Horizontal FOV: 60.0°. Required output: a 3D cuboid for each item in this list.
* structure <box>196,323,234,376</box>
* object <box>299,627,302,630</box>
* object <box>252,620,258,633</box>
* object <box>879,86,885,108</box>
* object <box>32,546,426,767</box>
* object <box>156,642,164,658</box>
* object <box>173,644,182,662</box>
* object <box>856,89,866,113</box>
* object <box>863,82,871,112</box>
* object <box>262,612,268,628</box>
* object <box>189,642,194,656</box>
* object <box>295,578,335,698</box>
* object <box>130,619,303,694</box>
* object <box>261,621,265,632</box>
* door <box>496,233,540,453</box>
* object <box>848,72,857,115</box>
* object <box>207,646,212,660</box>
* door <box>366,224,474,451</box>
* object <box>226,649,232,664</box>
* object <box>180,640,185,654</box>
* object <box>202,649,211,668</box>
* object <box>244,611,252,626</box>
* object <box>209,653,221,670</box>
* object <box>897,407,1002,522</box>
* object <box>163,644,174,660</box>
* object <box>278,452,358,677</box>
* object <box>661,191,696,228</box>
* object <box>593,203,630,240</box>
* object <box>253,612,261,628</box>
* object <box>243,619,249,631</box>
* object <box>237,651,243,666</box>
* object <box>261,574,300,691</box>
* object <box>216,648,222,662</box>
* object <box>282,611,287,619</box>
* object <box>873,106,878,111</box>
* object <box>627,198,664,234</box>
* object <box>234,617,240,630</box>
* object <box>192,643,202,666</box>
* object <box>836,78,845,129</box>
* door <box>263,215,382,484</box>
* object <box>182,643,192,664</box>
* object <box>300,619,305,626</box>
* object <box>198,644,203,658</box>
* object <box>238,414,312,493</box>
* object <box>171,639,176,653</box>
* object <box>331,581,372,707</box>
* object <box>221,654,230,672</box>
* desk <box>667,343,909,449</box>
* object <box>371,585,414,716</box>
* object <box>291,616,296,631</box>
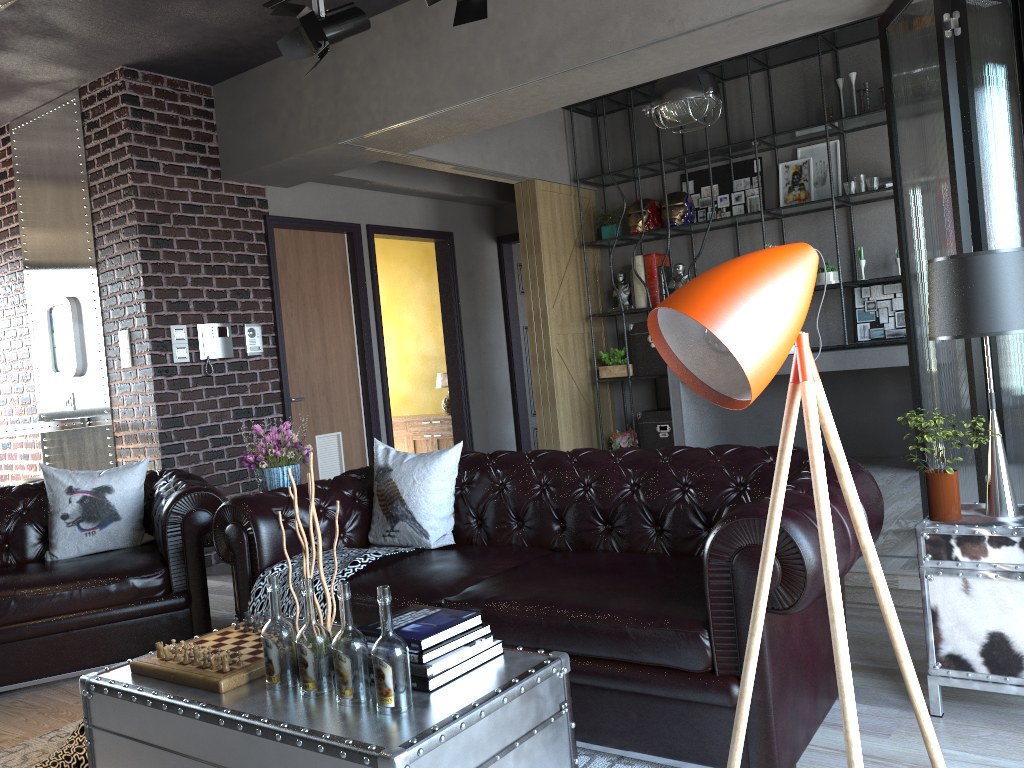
[{"bbox_3d":[-2.119,-0.249,6.381,0.068,0.370,0.279,-5,1,36],"label":"structure"},{"bbox_3d":[-0.609,0.722,2.567,0.017,0.037,0.017,-6,1,-34],"label":"object"},{"bbox_3d":[-0.781,0.735,2.694,0.017,0.037,0.017,-5,1,43],"label":"object"},{"bbox_3d":[2.823,-2.136,6.720,0.080,0.226,0.080,-5,1,9],"label":"object"},{"bbox_3d":[-1.029,1.006,3.314,1.700,0.569,0.562,-6,1,-34],"label":"object"},{"bbox_3d":[-1.007,0.760,2.535,0.019,0.040,0.019,-5,1,40],"label":"object"},{"bbox_3d":[-0.940,0.751,2.486,0.022,0.047,0.022,-6,1,-22],"label":"object"},{"bbox_3d":[2.656,-2.123,6.723,0.084,0.233,0.084,-6,1,-27],"label":"object"},{"bbox_3d":[2.660,-2.126,6.629,0.100,0.243,0.100,-6,1,-45],"label":"object"},{"bbox_3d":[-0.760,0.727,2.732,0.022,0.047,0.022,-6,1,-9],"label":"object"},{"bbox_3d":[-0.911,0.753,2.521,0.017,0.037,0.017,-5,1,30],"label":"object"},{"bbox_3d":[-0.498,0.632,2.218,0.088,0.290,0.084,-5,1,41],"label":"object"},{"bbox_3d":[-0.791,0.776,2.568,0.429,0.036,0.429,-4,2,36],"label":"object"},{"bbox_3d":[-0.747,0.733,2.668,0.017,0.037,0.017,-5,1,43],"label":"object"},{"bbox_3d":[0.734,-0.342,9.372,1.149,2.543,1.129,-5,1,36],"label":"door"},{"bbox_3d":[2.649,-2.205,6.854,0.128,0.390,0.128,-6,1,-4],"label":"object"},{"bbox_3d":[-0.841,0.747,2.466,0.017,0.037,0.017,-5,1,30],"label":"object"},{"bbox_3d":[-1.226,-0.132,8.493,1.097,2.543,1.151,-5,1,36],"label":"door"},{"bbox_3d":[-0.772,0.742,2.417,0.017,0.037,0.017,-5,1,30],"label":"object"},{"bbox_3d":[-0.946,0.755,2.548,0.017,0.037,0.017,-5,1,30],"label":"object"},{"bbox_3d":[-0.831,0.743,2.404,0.022,0.047,0.022,-6,1,-22],"label":"object"},{"bbox_3d":[-0.829,0.736,2.785,0.019,0.040,0.019,-5,1,10],"label":"object"},{"bbox_3d":[-0.796,0.742,2.378,0.026,0.044,0.026,-6,1,-9],"label":"object"},{"bbox_3d":[1.399,0.249,2.859,0.297,0.363,0.270,-6,1,-9],"label":"object"},{"bbox_3d":[-0.972,0.755,2.508,0.026,0.044,0.026,-6,1,-9],"label":"object"},{"bbox_3d":[-0.534,0.479,2.416,0.156,0.583,0.185,-5,1,36],"label":"object"},{"bbox_3d":[1.420,-1.497,7.645,0.280,0.327,0.399,-5,1,26],"label":"object"},{"bbox_3d":[0.896,-1.459,8.049,0.324,0.339,0.295,-6,1,-8],"label":"object"},{"bbox_3d":[-0.794,0.732,2.756,0.026,0.044,0.026,-6,1,-9],"label":"object"},{"bbox_3d":[-0.816,0.738,2.719,0.017,0.037,0.017,-5,1,43],"label":"object"},{"bbox_3d":[-0.735,0.739,2.391,0.017,0.037,0.017,-5,1,30],"label":"object"},{"bbox_3d":[-0.607,0.641,2.298,0.088,0.290,0.084,-5,1,41],"label":"object"},{"bbox_3d":[-0.806,0.744,2.441,0.017,0.037,0.017,-5,1,30],"label":"object"},{"bbox_3d":[-0.688,0.716,2.681,0.025,0.058,0.025,-5,1,30],"label":"object"},{"bbox_3d":[2.789,-2.091,6.549,0.190,0.152,0.189,-6,1,-31],"label":"object"},{"bbox_3d":[1.164,-1.477,7.834,0.280,0.327,0.400,-5,1,41],"label":"object"},{"bbox_3d":[-0.853,0.741,2.747,0.017,0.037,0.017,-5,1,17],"label":"object"},{"bbox_3d":[-0.866,0.740,2.430,0.025,0.058,0.025,-6,1,-9],"label":"object"},{"bbox_3d":[2.600,-2.203,6.978,0.128,0.390,0.128,-5,1,5],"label":"object"},{"bbox_3d":[-1.560,-0.068,7.289,0.219,2.539,1.003,-5,1,36],"label":"door"},{"bbox_3d":[-0.903,0.744,2.455,0.025,0.055,0.025,-6,1,-9],"label":"object"},{"bbox_3d":[-0.617,0.718,2.626,0.026,0.044,0.026,-6,1,-9],"label":"object"},{"bbox_3d":[-0.877,0.750,2.494,0.017,0.037,0.017,-5,1,30],"label":"object"},{"bbox_3d":[-1.155,0.397,4.381,0.352,0.484,0.349,-6,1,-23],"label":"object"},{"bbox_3d":[-0.980,0.758,2.571,0.017,0.037,0.017,-5,1,30],"label":"object"},{"bbox_3d":[-0.393,0.624,2.141,0.088,0.290,0.084,-5,1,41],"label":"object"},{"bbox_3d":[-0.761,0.741,2.353,0.019,0.040,0.019,-5,1,40],"label":"object"},{"bbox_3d":[2.401,0.194,6.906,2.128,0.885,0.845,-5,1,36],"label":"desk"},{"bbox_3d":[-0.284,0.616,2.061,0.088,0.290,0.084,-5,1,41],"label":"object"},{"bbox_3d":[-0.652,0.719,2.653,0.022,0.047,0.022,-6,1,-9],"label":"object"}]
